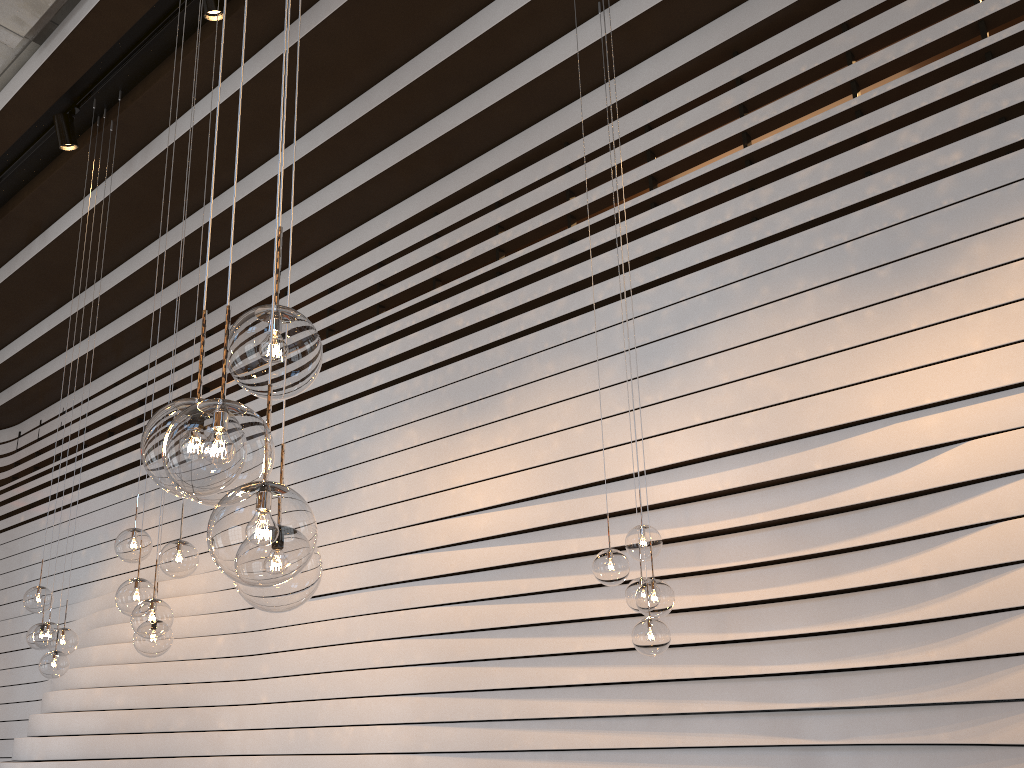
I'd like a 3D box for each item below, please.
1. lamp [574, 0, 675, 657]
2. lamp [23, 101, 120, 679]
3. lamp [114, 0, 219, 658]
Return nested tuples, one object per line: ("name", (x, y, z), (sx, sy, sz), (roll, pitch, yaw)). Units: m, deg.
("lamp", (0.466, -0.978, 4.545), (0.333, 4.575, 0.547), (-2, -16, 0))
("lamp", (-2.922, -0.389, 5.981), (0.553, 4.537, 0.297), (-13, -20, 33))
("lamp", (-1.722, -1.008, 4.518), (0.311, 4.601, 0.678), (12, -22, -40))
